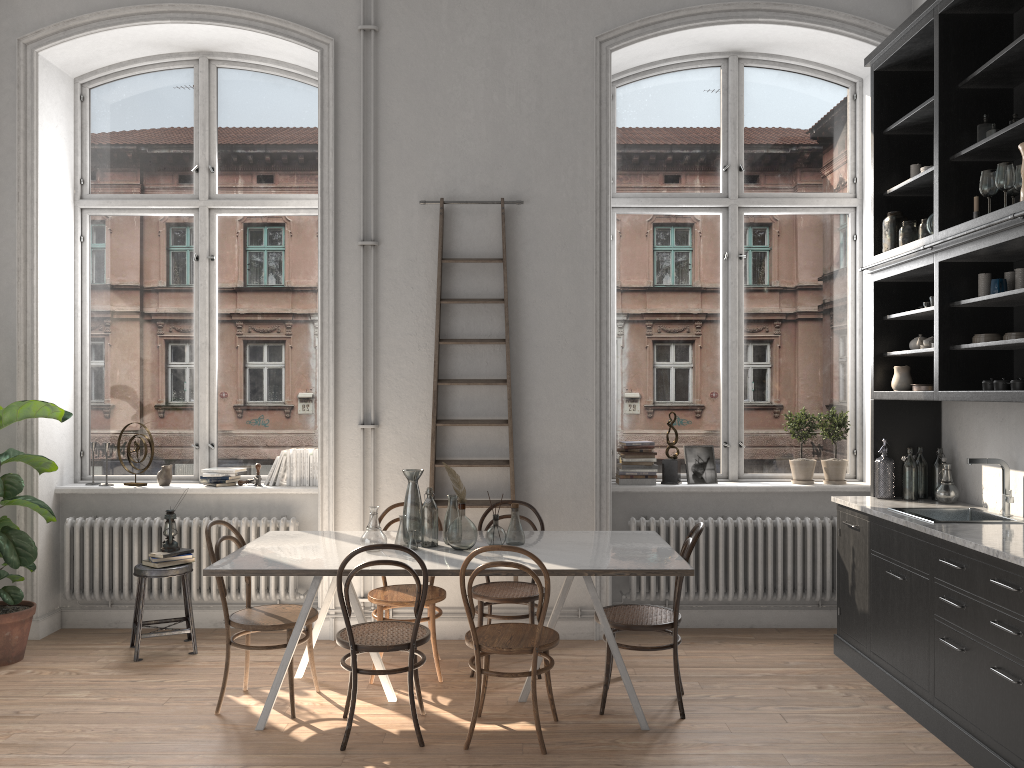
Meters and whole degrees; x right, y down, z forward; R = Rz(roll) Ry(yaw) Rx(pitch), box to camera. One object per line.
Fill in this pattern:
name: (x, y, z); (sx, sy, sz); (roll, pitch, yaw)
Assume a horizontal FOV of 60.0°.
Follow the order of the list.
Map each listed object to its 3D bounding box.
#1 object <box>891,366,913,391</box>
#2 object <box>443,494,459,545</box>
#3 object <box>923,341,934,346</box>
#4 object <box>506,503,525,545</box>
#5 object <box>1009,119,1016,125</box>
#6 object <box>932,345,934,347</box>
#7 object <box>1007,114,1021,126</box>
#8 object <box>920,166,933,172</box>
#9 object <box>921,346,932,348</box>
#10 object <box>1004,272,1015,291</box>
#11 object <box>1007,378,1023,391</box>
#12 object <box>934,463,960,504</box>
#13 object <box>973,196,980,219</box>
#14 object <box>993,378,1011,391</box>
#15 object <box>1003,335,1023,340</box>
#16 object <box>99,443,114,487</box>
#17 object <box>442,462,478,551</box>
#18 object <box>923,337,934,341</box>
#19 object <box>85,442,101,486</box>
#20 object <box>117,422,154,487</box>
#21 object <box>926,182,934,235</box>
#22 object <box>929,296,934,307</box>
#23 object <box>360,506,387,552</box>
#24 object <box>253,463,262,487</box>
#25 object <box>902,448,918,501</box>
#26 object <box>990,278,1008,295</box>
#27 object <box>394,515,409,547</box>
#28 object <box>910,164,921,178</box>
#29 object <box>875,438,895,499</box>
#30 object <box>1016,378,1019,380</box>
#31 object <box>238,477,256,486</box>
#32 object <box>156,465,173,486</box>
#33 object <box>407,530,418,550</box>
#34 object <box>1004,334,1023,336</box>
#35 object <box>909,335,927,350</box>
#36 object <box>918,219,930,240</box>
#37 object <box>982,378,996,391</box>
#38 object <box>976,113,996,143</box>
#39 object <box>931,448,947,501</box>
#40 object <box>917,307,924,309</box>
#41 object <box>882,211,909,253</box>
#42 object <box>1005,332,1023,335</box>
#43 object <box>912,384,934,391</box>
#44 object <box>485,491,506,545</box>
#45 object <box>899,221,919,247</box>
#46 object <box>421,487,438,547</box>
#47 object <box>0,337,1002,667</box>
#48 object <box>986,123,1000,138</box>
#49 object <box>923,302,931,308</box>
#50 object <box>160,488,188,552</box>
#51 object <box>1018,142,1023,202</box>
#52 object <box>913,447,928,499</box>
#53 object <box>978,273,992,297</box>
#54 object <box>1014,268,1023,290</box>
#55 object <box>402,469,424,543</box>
object: (2.268, -0.032, 5.144); (0.127, 0.144, 0.115); (0, 0, -21)
object: (-0.310, 0.708, 4.633); (0.098, 0.255, 0.100); (0, 0, -23)
object: (2.335, -0.222, 4.971); (0.058, 0.033, 0.055); (0, 0, -25)
object: (0.017, 0.729, 4.626); (0.101, 0.212, 0.101); (0, 0, 39)
object: (2.403, -1.204, 4.244); (0.044, 0.121, 0.058); (0, 0, 27)
object: (2.326, -0.202, 4.817); (0.085, 0.015, 0.085); (0, 0, -14)
object: (2.460, -1.231, 4.336); (0.065, 0.177, 0.084); (0, 0, 22)
object: (2.376, -1.185, 5.054); (0.096, 0.095, 0.096); (0, 0, 34)
object: (2.335, -0.201, 4.970); (0.085, 0.015, 0.085); (0, 0, 13)
object: (2.432, -0.478, 4.341); (0.082, 0.135, 0.059); (0, 0, 28)
object: (2.265, 0.001, 3.942); (0.104, 0.059, 0.088); (0, 0, 9)
object: (2.438, 0.556, 4.970); (0.132, 0.219, 0.120); (0, 0, 0)
object: (2.285, -0.847, 4.363); (0.123, 0.161, 0.123); (0, 0, 9)
object: (2.244, 0.002, 4.042); (0.088, 0.059, 0.104); (0, 0, -21)
object: (2.432, -0.212, 4.259); (0.132, 0.038, 0.132); (0, -1, -43)
object: (-2.721, 0.539, 5.952); (0.095, 0.289, 0.095); (0, 0, 22)
object: (-0.252, 0.611, 4.472); (0.157, 0.446, 0.157); (0, 0, 18)
object: (2.335, -0.242, 4.971); (0.055, 0.047, 0.058); (0, 0, 15)
object: (-2.838, 0.539, 6.009); (0.095, 0.289, 0.095); (0, 0, 31)
object: (-2.531, 0.471, 5.973); (0.347, 0.425, 0.087); (0, 0, 32)
object: (2.223, -0.943, 4.601); (0.134, 0.357, 0.134); (0, 0, 45)
object: (2.307, -0.440, 4.826); (0.064, 0.069, 0.064); (0, 0, -42)
object: (-0.690, 0.724, 4.432); (0.132, 0.219, 0.132); (0, 0, -11)
object: (-1.698, 0.607, 5.934); (0.048, 0.153, 0.088); (0, 0, -30)
object: (2.299, 0.519, 5.123); (0.086, 0.301, 0.086); (0, 0, -14)
object: (2.344, -0.457, 4.278); (0.140, 0.093, 0.082); (0, 0, -35)
object: (-0.563, 0.756, 4.559); (0.083, 0.158, 0.083); (0, 0, -4)
object: (2.352, -1.203, 5.162); (0.059, 0.135, 0.082); (0, 0, 28)
object: (2.180, 0.493, 5.188); (0.109, 0.349, 0.109); (0, 0, -19)
object: (2.386, 0.003, 4.185); (0.104, 0.059, 0.088); (0, 0, -1)
object: (-1.784, 0.659, 5.990); (0.088, 0.048, 0.153); (0, -1, 40)
object: (-2.338, 0.612, 5.969); (0.100, 0.142, 0.102); (0, 0, -25)
object: (-0.502, 0.787, 4.464); (0.058, 0.094, 0.058); (0, 0, 28)
object: (2.432, -0.220, 4.259); (0.123, 0.036, 0.123); (0, 0, -13)
object: (2.363, -0.236, 5.129); (0.140, 0.100, 0.125); (0, 0, -19)
object: (2.306, -0.836, 4.916); (0.096, 0.150, 0.096); (0, 0, -12)
object: (2.252, 0.002, 4.155); (0.088, 0.059, 0.104); (0, 0, -11)
object: (2.349, -1.242, 4.396); (0.084, 0.199, 0.065); (0, 0, 22)
object: (2.458, 0.518, 5.096); (0.086, 0.301, 0.086); (0, 0, -44)
object: (2.406, -0.426, 5.183); (0.071, 0.047, 0.071); (0, 0, 38)
object: (2.231, -0.878, 5.160); (0.118, 0.238, 0.118); (0, 0, -15)
object: (2.432, -0.228, 4.259); (0.112, 0.036, 0.112); (0, -1, 42)
object: (2.338, 0.022, 4.986); (0.180, 0.037, 0.180); (0, 0, -15)
object: (-0.083, 0.693, 4.550); (0.107, 0.283, 0.107); (0, 0, -5)
object: (2.251, -0.839, 5.017); (0.114, 0.155, 0.114); (0, 0, 3)
object: (-0.423, 0.683, 4.560); (0.086, 0.301, 0.086); (0, 0, -14)
object: (-0.468, 0.696, 4.944); (5.827, 1.842, 0.792); (0, 0, 5)
object: (2.338, -1.204, 4.308); (0.041, 0.125, 0.053); (0, 0, -33)
object: (2.313, -0.428, 4.909); (0.071, 0.047, 0.071); (0, 0, 38)
object: (-2.079, 0.833, 5.467); (0.163, 0.383, 0.154); (0, 0, -26)
object: (2.229, -0.904, 3.815); (0.094, 0.267, 0.116); (0, 0, 42)
object: (2.394, 0.519, 5.202); (0.086, 0.301, 0.086); (0, 0, 14)
object: (2.348, -0.477, 4.394); (0.082, 0.135, 0.059); (0, 0, -32)
object: (2.426, -0.479, 4.201); (0.059, 0.135, 0.082); (0, 0, -17)
object: (-0.521, 0.644, 4.672); (0.116, 0.383, 0.116); (0, 0, 11)
